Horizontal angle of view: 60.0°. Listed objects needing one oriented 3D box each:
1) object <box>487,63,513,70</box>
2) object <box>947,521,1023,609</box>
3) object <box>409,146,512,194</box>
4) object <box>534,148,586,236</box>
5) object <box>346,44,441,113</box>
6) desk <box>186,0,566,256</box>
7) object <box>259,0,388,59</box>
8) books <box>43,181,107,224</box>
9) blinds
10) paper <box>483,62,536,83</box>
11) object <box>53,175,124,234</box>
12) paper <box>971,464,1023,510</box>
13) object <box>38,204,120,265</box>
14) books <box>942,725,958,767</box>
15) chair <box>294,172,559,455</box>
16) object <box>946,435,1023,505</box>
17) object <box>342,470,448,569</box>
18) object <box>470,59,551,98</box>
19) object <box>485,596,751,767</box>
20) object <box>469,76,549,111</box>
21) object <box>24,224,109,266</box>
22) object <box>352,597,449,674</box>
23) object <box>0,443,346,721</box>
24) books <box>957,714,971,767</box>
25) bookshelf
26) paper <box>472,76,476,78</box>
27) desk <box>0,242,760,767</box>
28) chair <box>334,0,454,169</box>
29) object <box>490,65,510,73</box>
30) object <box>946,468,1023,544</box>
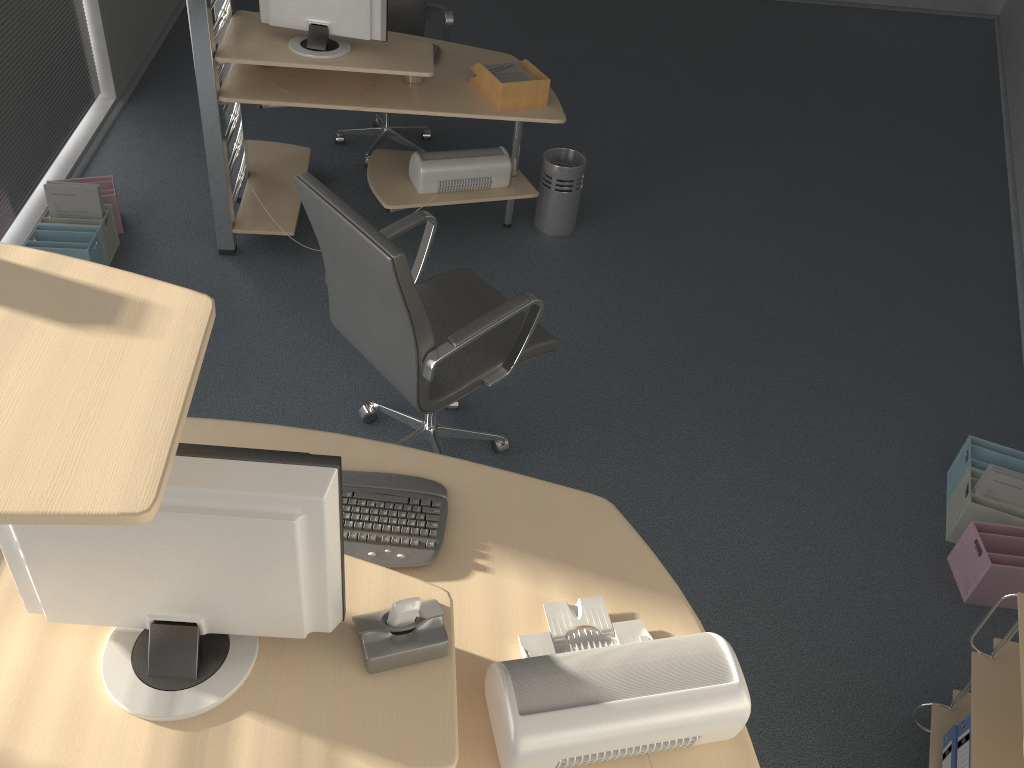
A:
[{"bbox_3d":[-0.054,-1.369,3.825,0.159,0.009,0.008,-26,50,-33],"label":"object"},{"bbox_3d":[1.601,0.595,2.884,0.245,0.202,0.185,7,40,-1],"label":"object"},{"bbox_3d":[-0.262,-1.037,4.094,0.438,0.162,0.351,-9,43,-19],"label":"object"},{"bbox_3d":[0.232,-0.933,4.337,0.208,0.377,0.208,31,45,25],"label":"object"},{"bbox_3d":[-0.583,-1.335,3.839,0.478,0.082,0.814,6,40,-2],"label":"object"},{"bbox_3d":[-0.534,-1.456,3.895,1.469,1.566,0.967,2,40,-7],"label":"desk"},{"bbox_3d":[-0.761,-1.516,3.434,0.516,0.418,0.245,16,41,9],"label":"object"},{"bbox_3d":[-1.837,-0.702,3.759,0.220,0.306,0.068,2,40,-7],"label":"books"},{"bbox_3d":[-2.047,-2.022,3.244,0.022,2.770,1.950,2,40,-7],"label":"blinds"},{"bbox_3d":[-0.012,-1.299,3.762,0.210,0.010,0.297,-13,44,-23],"label":"paper"},{"bbox_3d":[-1.888,-0.786,3.960,0.245,0.202,0.185,-11,43,-21],"label":"object"},{"bbox_3d":[1.661,0.413,3.000,0.220,0.306,0.068,19,41,13],"label":"paper"},{"bbox_3d":[-1.843,-0.639,3.793,0.245,0.202,0.185,2,40,-7],"label":"object"},{"bbox_3d":[1.195,1.040,2.169,0.262,0.072,0.320,20,41,14],"label":"books"},{"bbox_3d":[-0.252,-0.158,2.806,0.652,1.048,0.584,-24,49,-32],"label":"chair"},{"bbox_3d":[1.728,0.353,3.191,0.245,0.202,0.185,19,41,13],"label":"object"},{"bbox_3d":[-0.397,0.469,1.733,0.478,0.082,0.814,6,40,-2],"label":"object"},{"bbox_3d":[-0.010,-1.311,3.751,0.225,0.060,0.309,-13,44,-23],"label":"object"},{"bbox_3d":[0.168,0.504,1.639,0.438,0.162,0.351,-4,41,-13],"label":"object"},{"bbox_3d":[-0.016,-1.269,3.787,0.225,0.060,0.309,-13,44,-23],"label":"object"},{"bbox_3d":[-1.829,-0.519,3.653,0.245,0.202,0.185,2,40,-7],"label":"object"},{"bbox_3d":[-0.185,0.381,1.489,0.150,0.151,0.119,-8,42,-18],"label":"object"},{"bbox_3d":[-0.536,0.285,1.339,0.516,0.418,0.245,11,40,4],"label":"object"},{"bbox_3d":[1.209,1.001,2.131,0.263,0.100,0.320,20,41,14],"label":"books"},{"bbox_3d":[1.265,0.588,1.765,0.381,1.572,0.724,19,41,14],"label":"bookshelf"},{"bbox_3d":[-0.017,-1.260,3.795,0.210,0.019,0.297,-13,44,-23],"label":"paper"},{"bbox_3d":[-0.310,0.359,1.782,1.469,1.566,0.967,2,40,-7],"label":"desk"},{"bbox_3d":[-0.644,-1.707,4.578,0.584,1.048,0.652,-8,42,-18],"label":"chair"},{"bbox_3d":[-0.058,-1.350,3.802,0.008,0.009,0.159,32,46,27],"label":"object"},{"bbox_3d":[1.659,0.458,3.056,0.245,0.202,0.185,19,41,13],"label":"object"}]
